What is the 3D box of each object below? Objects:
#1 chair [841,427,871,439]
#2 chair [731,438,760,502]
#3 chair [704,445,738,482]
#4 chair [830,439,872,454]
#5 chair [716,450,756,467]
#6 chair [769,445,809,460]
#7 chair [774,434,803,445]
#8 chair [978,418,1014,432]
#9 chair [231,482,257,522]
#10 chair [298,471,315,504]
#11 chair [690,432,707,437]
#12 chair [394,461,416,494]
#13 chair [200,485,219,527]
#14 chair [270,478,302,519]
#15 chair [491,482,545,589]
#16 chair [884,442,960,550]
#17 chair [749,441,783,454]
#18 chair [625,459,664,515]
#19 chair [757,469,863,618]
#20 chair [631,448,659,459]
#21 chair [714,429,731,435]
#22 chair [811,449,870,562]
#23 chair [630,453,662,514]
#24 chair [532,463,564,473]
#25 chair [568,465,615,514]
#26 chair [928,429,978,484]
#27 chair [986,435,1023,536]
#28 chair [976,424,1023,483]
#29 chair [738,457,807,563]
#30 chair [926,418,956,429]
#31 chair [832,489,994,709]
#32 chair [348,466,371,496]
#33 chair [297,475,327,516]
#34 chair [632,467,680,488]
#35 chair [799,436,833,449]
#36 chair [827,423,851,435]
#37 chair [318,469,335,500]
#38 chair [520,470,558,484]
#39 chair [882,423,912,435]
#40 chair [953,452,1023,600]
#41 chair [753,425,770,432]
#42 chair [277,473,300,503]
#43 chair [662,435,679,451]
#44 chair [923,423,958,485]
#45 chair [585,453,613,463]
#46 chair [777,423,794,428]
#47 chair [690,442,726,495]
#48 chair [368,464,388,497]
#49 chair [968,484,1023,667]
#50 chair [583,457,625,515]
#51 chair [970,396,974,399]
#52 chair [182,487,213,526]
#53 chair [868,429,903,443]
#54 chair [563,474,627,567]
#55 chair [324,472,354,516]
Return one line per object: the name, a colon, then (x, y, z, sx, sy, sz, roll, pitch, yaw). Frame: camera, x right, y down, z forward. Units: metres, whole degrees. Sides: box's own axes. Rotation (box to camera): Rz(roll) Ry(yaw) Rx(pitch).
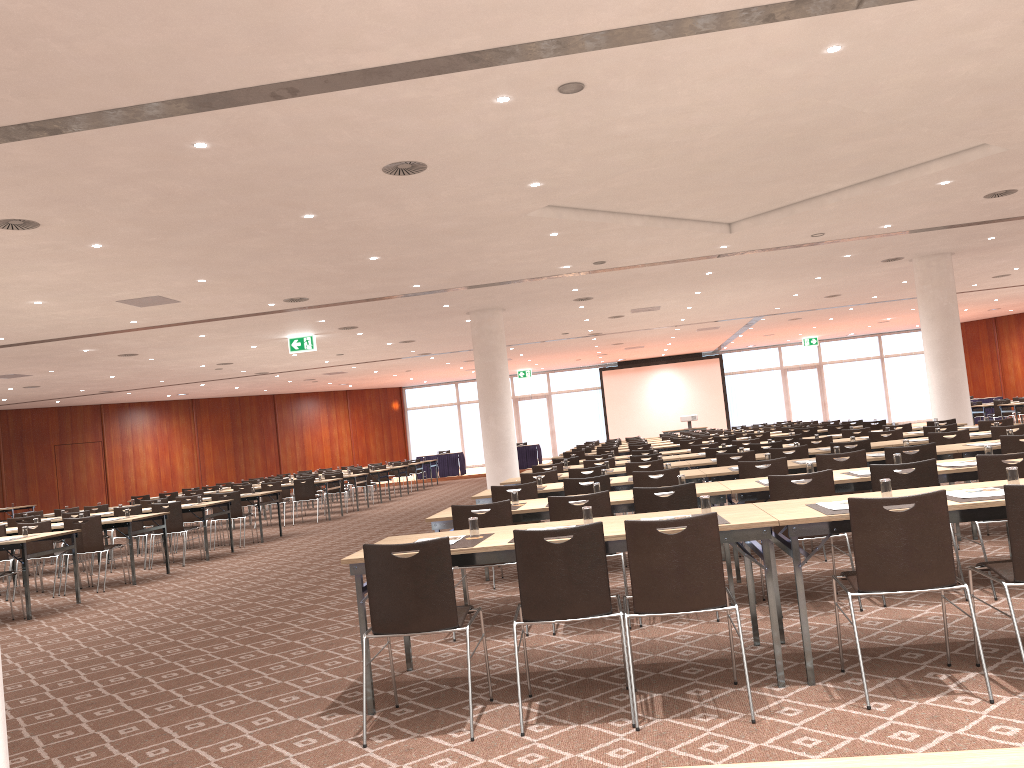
chair: (5.373, 1.158, 13.820, 0.536, 0.939, 0.614, -6, -3, 6)
chair: (3.736, 1.344, 14.059, 0.536, 0.939, 0.614, -6, -3, 7)
chair: (2.900, 1.325, 12.190, 0.536, 0.939, 0.614, -6, -3, 5)
chair: (3.817, 1.103, 9.985, 0.536, 0.939, 0.614, -6, -3, 6)
chair: (2.588, 1.242, 10.173, 0.536, 0.939, 0.614, -6, -3, 5)
chair: (3.176, 1.179, 10.142, 0.536, 0.939, 0.614, -6, -3, 5)
chair: (4.379, 1.274, 14.021, 0.536, 0.939, 0.614, -6, -3, 4)
chair: (6.379, 0.933, 11.716, 0.536, 0.939, 0.614, -6, -3, 7)
chair: (-6.294, 2.783, 20.843, 0.536, 0.939, 0.614, -6, -3, 5)
chair: (-6.168, 3.117, 26.929, 0.536, 0.939, 0.614, -6, -3, 10)
chair: (4.965, 1.752, 23.474, 0.536, 0.939, 0.614, -6, -3, 5)
chair: (-3.250, 2.790, 26.567, 0.536, 0.939, 0.614, -6, -3, 5)
chair: (-6.970, 2.854, 20.845, 0.536, 0.939, 0.614, -6, -3, 10)
chair: (-5.290, 2.665, 20.636, 0.536, 0.939, 0.614, -6, -3, 9)
chair: (0.082, 1.406, 8.434, 0.536, 0.939, 0.614, -6, -3, 6)
chair: (3.615, 1.012, 8.031, 0.536, 0.939, 0.614, -6, -3, 10)
chair: (3.474, 1.256, 12.042, 0.536, 0.939, 0.614, -6, -3, 8)
chair: (1.581, 1.357, 10.340, 0.536, 0.939, 0.614, -6, -3, 4)
chair: (2.024, 1.074, 6.179, 0.536, 0.939, 0.614, -6, -3, 5)
chair: (2.197, 1.518, 14.292, 0.536, 0.939, 0.614, -6, -3, 9)
chair: (5.595, 1.684, 23.438, 0.536, 0.939, 0.614, -6, -3, 4)
chair: (3.007, 1.079, 8.071, 0.536, 0.939, 0.614, -6, -3, 8)
chair: (1.900, 1.432, 12.237, 0.536, 0.939, 0.614, -6, -3, 10)
chair: (0.559, 1.587, 12.481, 0.536, 0.939, 0.614, -6, -3, 7)
chair: (0.927, 1.426, 10.344, 0.536, 0.939, 0.614, -6, -3, 6)
chair: (4.864, 0.987, 9.890, 0.536, 0.939, 0.614, -6, -3, 7)
chair: (4.599, 0.905, 7.951, 0.536, 0.939, 0.614, -6, -3, 8)
chair: (5.527, 0.916, 9.850, 0.536, 0.939, 0.614, -6, -3, 5)
chair: (2.344, 1.155, 8.189, 0.536, 0.939, 0.614, -6, -3, 9)
chair: (6.606, 1.020, 13.667, 0.536, 0.939, 0.614, -6, -3, 5)
chair: (1.863, 0.981, 4.262, 0.536, 0.939, 0.614, -6, -3, 10)
chair: (-4.631, 2.941, 26.679, 0.536, 0.939, 0.614, -6, -3, 8)
chair: (-4.712, 2.609, 20.706, 0.536, 0.939, 0.614, -6, -3, 5)
chair: (1.392, 1.264, 8.349, 0.536, 0.939, 0.614, -6, -3, 5)
chair: (4.129, 1.185, 11.995, 0.536, 0.939, 0.614, -6, -3, 8)
chair: (6.357, 1.249, 17.223, 0.536, 0.939, 0.614, -6, -3, 6)
chair: (-5.534, 3.037, 26.709, 0.536, 0.939, 0.614, -6, -3, 8)
chair: (0.369, 1.491, 10.448, 0.536, 0.939, 0.614, -6, -3, 4)
chair: (5.986, 1.092, 13.779, 0.536, 0.939, 0.614, -6, -3, 7)
chair: (3.380, 0.924, 6.046, 0.536, 0.939, 0.614, -6, -3, 6)
chair: (6.566, 1.571, 23.240, 0.536, 0.939, 0.614, -6, -3, 7)
chair: (-6.847, 3.189, 26.954, 0.536, 0.939, 0.614, -6, -3, 4)
chair: (4.236, 1.832, 23.529, 0.536, 0.939, 0.614, -6, -3, 8)
chair: (5.673, 1.010, 11.769, 0.536, 0.939, 0.614, -6, -3, 5)
chair: (1.446, 1.598, 14.308, 0.536, 0.939, 0.614, -6, -3, 5)
chair: (7.174, 1.505, 23.199, 0.536, 0.939, 0.614, -6, -3, 4)
chair: (3.103, 1.412, 14.102, 0.536, 0.939, 0.614, -6, -3, 9)
chair: (-4.017, 2.868, 26.521, 0.536, 0.939, 0.614, -6, -3, 4)
chair: (2.509, 0.906, 4.140, 0.536, 0.939, 0.614, -6, -3, 6)
chair: (1.260, 1.506, 12.352, 0.536, 0.939, 0.614, -6, -3, 6)
chair: (15.822, 0.892, 30.615, 0.536, 0.939, 0.614, -6, -3, 7)
chair: (-7.514, 2.922, 21.054, 0.536, 0.939, 0.614, -6, -3, 5)
chair: (5.033, 1.086, 11.926, 0.536, 0.939, 0.614, -6, -3, 9)
chair: (0.762, 1.332, 8.385, 0.536, 0.939, 0.614, -6, -3, 8)
chair: (-4.029, 2.524, 20.480, 0.536, 0.939, 0.614, -6, -3, 4)
